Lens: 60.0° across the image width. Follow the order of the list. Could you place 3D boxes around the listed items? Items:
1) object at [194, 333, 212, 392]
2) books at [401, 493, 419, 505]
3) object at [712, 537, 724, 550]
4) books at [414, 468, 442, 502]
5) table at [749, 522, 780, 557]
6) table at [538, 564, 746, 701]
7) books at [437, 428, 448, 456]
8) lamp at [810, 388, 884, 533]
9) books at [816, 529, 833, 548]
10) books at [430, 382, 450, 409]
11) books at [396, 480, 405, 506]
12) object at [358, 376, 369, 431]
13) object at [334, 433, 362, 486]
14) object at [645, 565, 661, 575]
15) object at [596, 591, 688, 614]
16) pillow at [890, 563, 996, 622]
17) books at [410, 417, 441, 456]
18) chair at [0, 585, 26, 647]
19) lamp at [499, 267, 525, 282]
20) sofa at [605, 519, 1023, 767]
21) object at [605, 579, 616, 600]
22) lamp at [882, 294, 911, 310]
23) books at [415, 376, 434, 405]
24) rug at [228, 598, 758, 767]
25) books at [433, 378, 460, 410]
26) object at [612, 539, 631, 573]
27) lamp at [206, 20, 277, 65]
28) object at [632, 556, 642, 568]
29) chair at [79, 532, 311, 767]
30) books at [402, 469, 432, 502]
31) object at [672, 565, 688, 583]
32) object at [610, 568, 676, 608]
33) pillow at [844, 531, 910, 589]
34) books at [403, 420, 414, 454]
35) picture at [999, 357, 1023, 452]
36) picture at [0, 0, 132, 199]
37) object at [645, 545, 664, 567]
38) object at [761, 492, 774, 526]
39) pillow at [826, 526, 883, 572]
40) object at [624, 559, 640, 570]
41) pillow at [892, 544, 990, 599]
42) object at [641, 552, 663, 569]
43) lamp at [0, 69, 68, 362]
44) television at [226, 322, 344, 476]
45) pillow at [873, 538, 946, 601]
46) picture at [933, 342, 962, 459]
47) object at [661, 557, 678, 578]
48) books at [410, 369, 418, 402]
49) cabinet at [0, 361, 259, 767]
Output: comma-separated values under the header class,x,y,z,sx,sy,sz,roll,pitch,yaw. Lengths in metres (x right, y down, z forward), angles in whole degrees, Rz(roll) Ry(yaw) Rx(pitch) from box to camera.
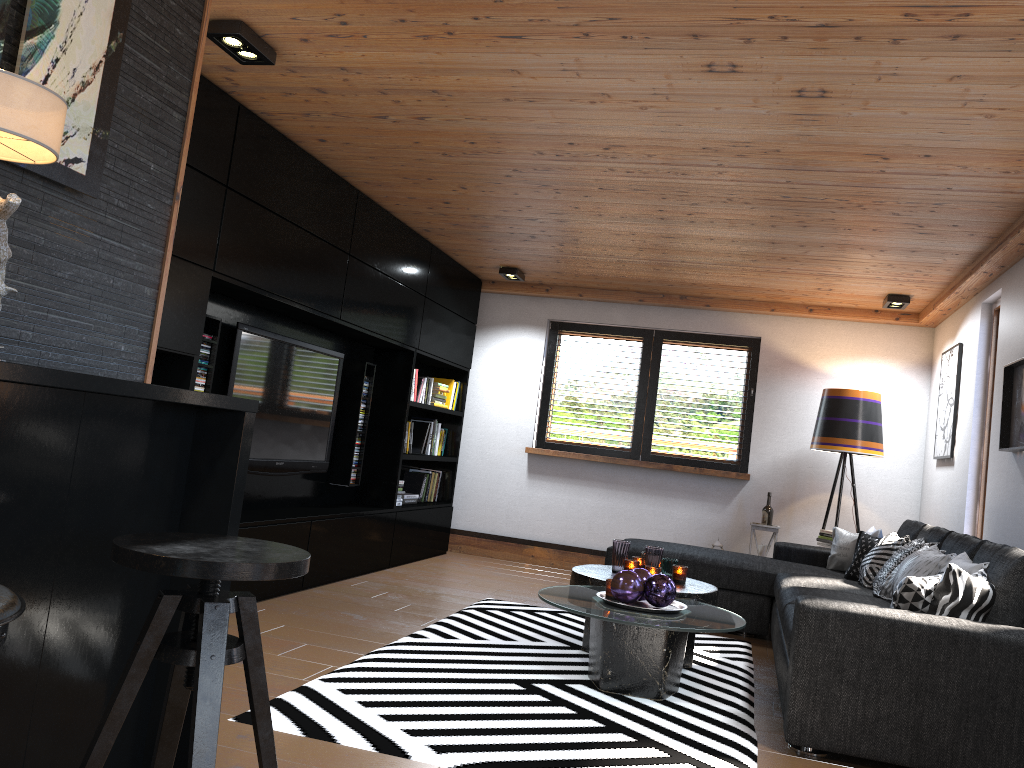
class,x,y,z,sx,sy,sz,roll,pitch,yaw
object,-1.568,-0.062,4.284,0.124,0.380,0.126,6,-5,15
books,-0.887,0.896,6.972,0.208,0.073,0.267,6,-4,18
object,1.613,1.443,7.023,0.252,0.463,0.252,6,-5,15
books,-0.740,0.858,7.530,0.211,0.261,0.253,6,-5,15
table,1.938,1.399,6.896,0.225,0.609,0.225,6,-5,15
table,0.622,1.145,4.129,0.891,0.372,1.530,6,-4,16
books,-0.685,0.484,7.539,0.188,0.238,0.291,6,-5,14
lamp,2.991,0.973,6.647,1.633,1.701,0.521,8,-5,-7
books,2.405,1.174,6.551,0.220,0.159,0.254,8,-5,-18
books,-0.676,0.090,7.354,0.259,0.197,0.297,6,-5,18
books,-0.964,0.805,6.631,0.257,0.188,0.304,5,-5,22
object,-1.087,0.125,6.086,0.124,0.380,0.126,6,-5,15
object,-1.133,0.500,6.053,0.124,0.379,0.126,6,-5,15
object,0.694,0.944,4.377,0.078,0.081,0.080,4,-5,30
object,0.561,0.948,3.842,0.390,0.022,0.398,4,-5,34
pillow,1.669,0.852,3.408,0.540,0.346,0.297,9,-5,-24
books,-0.753,0.422,7.225,0.220,0.296,0.346,6,-5,15
chair,-0.871,0.596,1.023,0.438,0.717,0.443,5,-5,19
lamp,0.003,-0.898,7.205,0.154,0.068,0.262,6,-4,15
sofa,1.407,1.069,4.682,2.077,0.819,3.102,6,-4,15
object,0.449,0.905,3.904,0.078,0.081,0.080,4,-5,30
lamp,2.811,-0.606,6.485,0.154,0.068,0.262,6,-4,15
books,-0.779,0.045,7.087,0.181,0.233,0.285,6,-5,18
rug,0.255,1.288,4.017,1.652,0.020,2.913,6,-4,15
books,-0.582,0.090,7.603,0.211,0.261,0.211,6,-5,15
object,0.565,0.903,4.634,0.095,0.168,0.094,8,-5,-14
lamp,-1.025,-1.297,3.358,0.154,0.068,0.262,6,-4,15
object,0.678,0.967,4.736,0.078,0.081,0.080,4,-5,30
chair,-0.619,0.672,1.687,0.391,0.722,0.394,6,-5,15
books,-0.794,0.840,7.328,0.206,0.256,0.245,6,-5,14
object,0.861,0.977,4.553,0.078,0.081,0.080,4,-5,30
object,0.562,0.882,3.863,0.284,0.143,0.263,7,-4,-2
pillow,2.151,1.030,5.152,0.310,0.364,0.669,6,-4,10
books,-0.880,0.389,6.805,0.209,0.270,0.237,6,-5,15
picture,2.524,0.102,4.375,0.066,0.451,0.561,6,-5,15
picture,-1.109,-0.797,1.769,0.010,0.594,0.929,6,-5,15
object,0.718,0.913,4.509,0.095,0.168,0.094,8,-5,-14
object,1.999,0.988,6.925,0.088,0.287,0.087,9,-5,-22
pillow,2.209,1.069,5.656,0.217,0.347,0.565,7,-4,-5
object,0.612,0.946,4.543,0.078,0.081,0.080,4,-5,30
pillow,1.868,0.889,3.904,0.283,0.329,0.728,7,-4,5
object,0.725,0.946,4.625,0.114,0.122,0.113,8,-5,-9
lamp,-1.005,-0.304,1.645,0.246,0.516,0.249,5,-5,18
television,-1.343,0.136,5.230,0.050,0.814,1.258,6,-5,16
pillow,2.021,0.967,4.533,0.274,0.356,0.731,6,-4,15
picture,3.055,0.134,6.221,0.020,0.783,0.565,6,-5,15
object,0.829,0.975,4.694,0.093,0.099,0.091,11,-6,-38
books,-0.840,-0.016,6.618,0.206,0.270,0.241,6,-5,15
cabinet,-1.122,0.440,1.486,0.427,1.011,1.632,6,-4,15
